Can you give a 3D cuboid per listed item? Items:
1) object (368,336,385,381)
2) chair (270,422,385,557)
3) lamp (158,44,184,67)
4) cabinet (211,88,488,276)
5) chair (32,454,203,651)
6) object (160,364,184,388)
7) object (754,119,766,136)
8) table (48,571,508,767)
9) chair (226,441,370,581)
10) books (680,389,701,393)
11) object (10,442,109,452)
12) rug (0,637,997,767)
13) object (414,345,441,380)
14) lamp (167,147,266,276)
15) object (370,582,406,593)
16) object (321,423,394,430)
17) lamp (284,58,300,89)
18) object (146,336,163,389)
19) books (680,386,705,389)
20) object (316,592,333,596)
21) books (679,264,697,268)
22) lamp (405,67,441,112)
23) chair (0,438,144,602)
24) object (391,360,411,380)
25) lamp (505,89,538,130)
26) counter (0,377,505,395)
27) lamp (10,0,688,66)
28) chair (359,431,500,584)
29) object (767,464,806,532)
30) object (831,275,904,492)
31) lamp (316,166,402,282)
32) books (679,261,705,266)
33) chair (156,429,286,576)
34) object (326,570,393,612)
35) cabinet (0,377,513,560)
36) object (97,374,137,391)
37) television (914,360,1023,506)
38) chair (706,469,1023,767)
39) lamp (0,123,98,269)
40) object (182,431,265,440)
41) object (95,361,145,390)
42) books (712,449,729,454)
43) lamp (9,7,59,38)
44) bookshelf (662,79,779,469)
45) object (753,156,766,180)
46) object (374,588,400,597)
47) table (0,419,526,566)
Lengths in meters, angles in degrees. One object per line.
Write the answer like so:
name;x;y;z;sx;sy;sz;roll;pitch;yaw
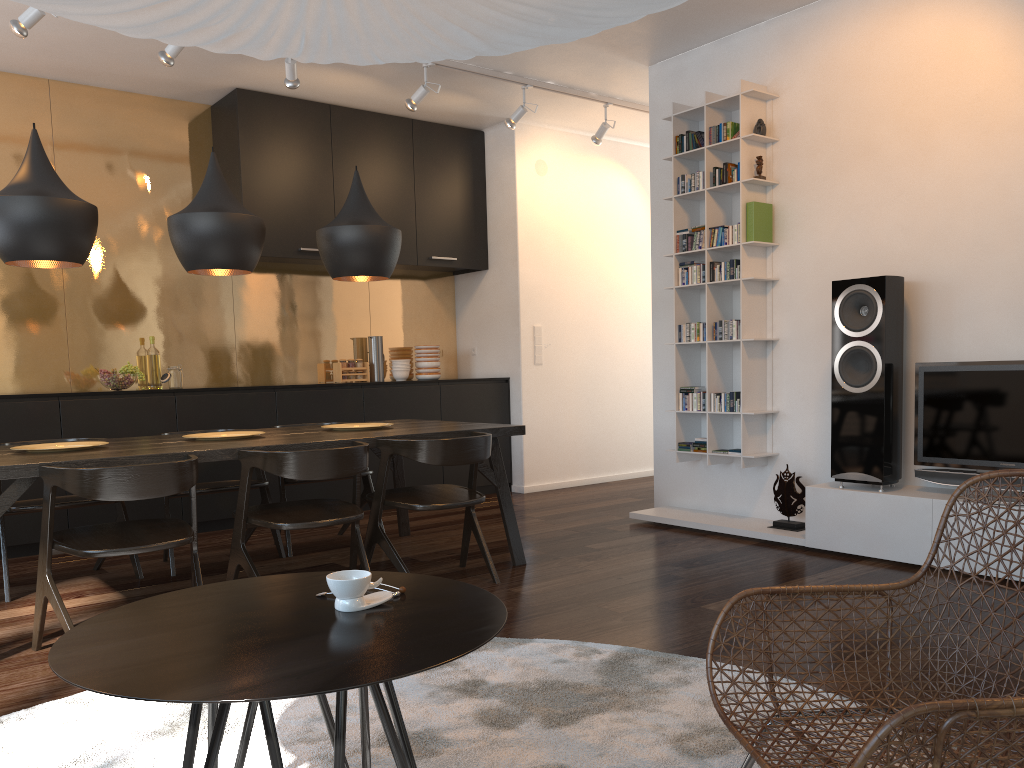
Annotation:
object;-1.023;-0.192;6.753;0.164;0.342;0.114;-5;6;-35
chair;-1.074;0.566;4.950;0.591;0.675;0.518;-4;5;-38
lamp;-1.649;-1.712;4.395;0.250;0.241;0.084;-1;5;18
cabinet;-1.107;-1.388;6.446;1.950;1.056;0.530;-3;4;-38
chair;-1.365;0.604;3.155;0.591;0.675;0.518;-4;5;-39
object;-2.176;-0.049;5.676;0.088;0.152;0.176;1;4;29
object;1.331;-1.370;4.744;0.064;0.101;0.060;1;5;29
table;-0.426;0.700;1.755;0.845;0.475;0.845;-3;2;-36
chair;-0.831;0.582;3.577;0.591;0.675;0.518;-4;4;-37
books;1.049;0.040;5.190;0.069;0.023;0.107;-3;2;-38
object;-1.816;0.255;3.558;0.355;0.017;0.355;-2;1;-35
rug;-0.263;0.928;1.733;2.836;0.012;2.826;-1;1;32
object;-0.662;-0.168;6.937;0.197;0.266;0.197;0;4;26
lamp;-1.297;-0.763;3.881;0.411;0.544;0.409;0;4;28
object;-0.297;0.448;1.968;0.168;0.015;0.014;-1;3;39
object;-0.763;0.212;4.374;0.355;0.017;0.355;-2;1;-35
lamp;-1.231;-0.937;5.606;0.089;1.857;1.825;-2;3;-4
object;-2.331;-0.140;5.751;0.092;0.341;0.091;0;5;19
books;1.063;0.022;5.198;0.093;0.012;0.111;-2;1;-38
object;-0.366;0.453;1.902;0.124;0.010;0.026;-1;2;18
books;1.046;-0.681;5.138;0.093;0.012;0.111;-2;1;-38
lamp;-0.525;-1.758;5.269;0.250;0.241;0.084;0;5;23
chair;-2.130;0.608;4.167;0.591;0.675;0.519;-5;5;-42
object;-0.855;-0.108;6.819;0.157;0.161;0.153;-2;3;-10
lamp;0.067;-1.782;5.730;0.250;0.241;0.084;0;5;28
counter;-2.231;0.032;5.551;5.047;0.002;0.731;-2;1;-38
lamp;-0.213;-0.611;0.998;1.469;0.211;1.464;-2;1;-1
chair;-0.348;0.562;3.951;0.591;0.675;0.518;-4;5;-40
object;1.484;0.601;4.738;0.121;0.352;0.212;-5;5;-38
object;1.740;0.003;4.266;0.280;1.009;0.294;-5;6;-38
lamp;-0.747;-0.786;4.308;0.411;0.544;0.408;-1;4;9
books;1.047;-0.697;5.141;0.095;0.022;0.111;-3;1;-38
chair;-1.553;0.585;4.579;0.591;0.675;0.518;-4;5;-40
object;-0.311;0.424;1.819;0.139;0.069;0.091;-2;3;-26
cabinet;-2.218;0.482;5.592;5.050;0.905;0.731;-2;3;-38
object;-2.361;-0.010;5.299;0.219;0.097;0.218;-1;2;9
television;2.143;0.200;3.795;0.345;0.604;0.786;-3;3;-20
chair;0.792;0.538;1.662;0.685;0.713;0.715;-2;3;-5
lamp;-1.847;-0.741;3.455;0.411;0.544;0.409;-2;4;-5
object;-1.290;0.234;3.966;0.355;0.017;0.354;-1;1;33
object;-2.344;-0.048;5.292;0.177;0.174;0.238;1;3;37
books;1.217;0.385;5.047;0.093;0.012;0.111;-2;1;-38
lamp;-2.148;-1.693;3.997;0.251;0.240;0.084;-1;5;3
bookshelf;1.180;-0.576;5.031;0.226;2.087;0.637;-6;6;-38
object;1.334;-1.160;4.761;0.045;0.141;0.064;3;6;43
object;-0.316;0.449;1.930;0.163;0.016;0.025;-1;2;27
table;-1.244;0.582;3.978;2.494;0.683;1.104;-3;2;-38
